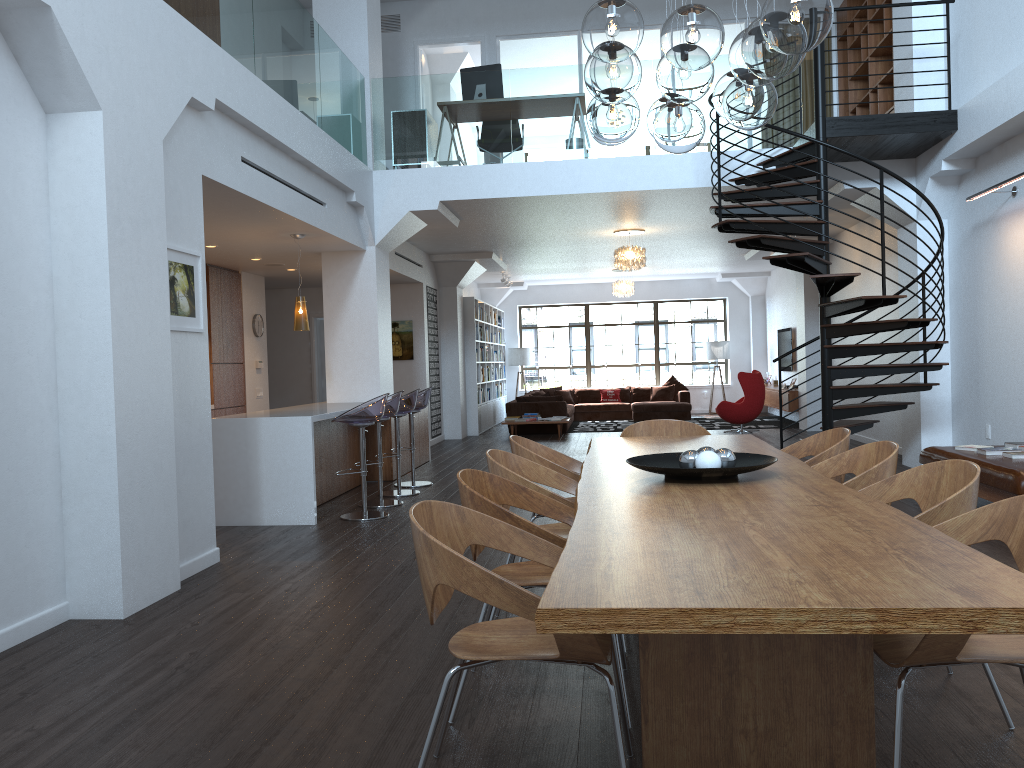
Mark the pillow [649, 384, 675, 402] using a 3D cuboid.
[{"bbox_3d":[3.158,0.195,18.648,0.542,0.362,0.248,-1,1,27],"label":"pillow"}]

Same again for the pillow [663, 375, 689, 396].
[{"bbox_3d":[3.378,0.103,18.788,0.651,0.587,0.335,-2,1,-15],"label":"pillow"}]

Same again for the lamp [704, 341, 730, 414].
[{"bbox_3d":[4.481,-0.139,19.348,0.545,1.579,0.545,-1,1,17],"label":"lamp"}]

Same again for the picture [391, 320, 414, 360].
[{"bbox_3d":[-1.736,-0.663,13.545,0.450,0.600,0.030,-2,1,6],"label":"picture"}]

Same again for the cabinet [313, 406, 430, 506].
[{"bbox_3d":[-1.767,0.662,9.319,0.898,0.796,4.493,-2,1,6],"label":"cabinet"}]

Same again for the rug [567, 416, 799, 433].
[{"bbox_3d":[3.130,0.750,16.657,4.200,0.007,3.100,-2,1,8],"label":"rug"}]

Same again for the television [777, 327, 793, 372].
[{"bbox_3d":[5.215,-0.650,16.952,0.013,0.816,1.324,-2,1,6],"label":"television"}]

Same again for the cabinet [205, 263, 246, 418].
[{"bbox_3d":[-3.959,-0.097,8.607,0.598,2.499,5.299,-2,1,6],"label":"cabinet"}]

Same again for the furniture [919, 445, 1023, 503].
[{"bbox_3d":[3.715,0.733,6.390,0.907,0.453,1.819,-2,1,6],"label":"furniture"}]

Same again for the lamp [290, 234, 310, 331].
[{"bbox_3d":[-1.058,-1.458,9.302,2.842,1.807,0.149,-3,2,-44],"label":"lamp"}]

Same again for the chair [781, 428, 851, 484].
[{"bbox_3d":[1.464,0.652,4.635,0.617,0.830,0.629,-2,1,6],"label":"chair"}]

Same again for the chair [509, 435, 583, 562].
[{"bbox_3d":[0.288,0.687,4.769,0.618,0.833,0.629,-2,1,4],"label":"chair"}]

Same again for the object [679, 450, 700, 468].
[{"bbox_3d":[0.714,0.312,3.530,0.100,0.100,0.100,-3,2,-39],"label":"object"}]

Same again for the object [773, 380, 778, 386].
[{"bbox_3d":[5.274,-0.020,17.731,0.089,0.110,0.089,-3,2,-39],"label":"object"}]

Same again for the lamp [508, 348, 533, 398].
[{"bbox_3d":[0.206,-0.016,19.916,0.545,1.579,0.545,-2,1,-5],"label":"lamp"}]

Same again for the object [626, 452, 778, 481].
[{"bbox_3d":[0.752,0.333,3.534,0.592,0.066,0.592,-3,2,-36],"label":"object"}]

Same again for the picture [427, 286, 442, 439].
[{"bbox_3d":[-1.237,-0.347,14.153,0.021,2.380,0.800,-2,1,6],"label":"picture"}]

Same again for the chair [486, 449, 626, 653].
[{"bbox_3d":[0.187,0.707,3.996,0.618,0.833,0.629,-2,1,6],"label":"chair"}]

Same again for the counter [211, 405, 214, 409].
[{"bbox_3d":[-3.995,0.329,8.162,0.600,0.050,4.387,-2,1,6],"label":"counter"}]

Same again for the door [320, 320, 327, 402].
[{"bbox_3d":[-3.125,-0.030,14.544,0.826,2.032,0.174,-2,1,6],"label":"door"}]

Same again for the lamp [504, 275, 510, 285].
[{"bbox_3d":[-0.116,-2.058,17.545,0.120,0.211,0.111,-3,2,-35],"label":"lamp"}]

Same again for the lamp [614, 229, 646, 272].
[{"bbox_3d":[1.620,-1.825,12.196,0.442,0.539,0.441,-3,2,-41],"label":"lamp"}]

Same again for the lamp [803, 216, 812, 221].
[{"bbox_3d":[3.788,-2.047,11.389,0.120,0.211,0.111,-2,1,-20],"label":"lamp"}]

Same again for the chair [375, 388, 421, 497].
[{"bbox_3d":[-1.105,0.555,8.563,0.481,1.014,0.530,-2,1,4],"label":"chair"}]

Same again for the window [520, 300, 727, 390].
[{"bbox_3d":[2.518,-0.883,20.258,4.648,1.905,0.114,-2,1,6],"label":"window"}]

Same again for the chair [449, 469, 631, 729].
[{"bbox_3d":[0.105,0.727,3.237,0.618,0.833,0.629,-2,1,6],"label":"chair"}]

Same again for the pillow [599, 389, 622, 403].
[{"bbox_3d":[2.097,0.258,18.885,0.465,0.308,0.220,-2,1,2],"label":"pillow"}]

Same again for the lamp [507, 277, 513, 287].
[{"bbox_3d":[-0.060,-2.071,18.060,0.120,0.211,0.111,-2,1,-20],"label":"lamp"}]

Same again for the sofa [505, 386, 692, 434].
[{"bbox_3d":[1.827,0.448,17.303,3.481,0.664,4.197,-2,1,6],"label":"sofa"}]

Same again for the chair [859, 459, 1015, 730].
[{"bbox_3d":[1.313,0.691,3.111,0.618,0.833,0.629,-2,1,6],"label":"chair"}]

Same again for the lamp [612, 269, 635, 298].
[{"bbox_3d":[2.162,-1.952,17.227,0.442,0.539,0.441,-3,2,-41],"label":"lamp"}]

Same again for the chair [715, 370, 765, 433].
[{"bbox_3d":[3.750,0.277,14.545,0.801,1.006,0.798,-1,1,32],"label":"chair"}]

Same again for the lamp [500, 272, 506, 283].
[{"bbox_3d":[-0.170,-2.046,17.042,0.111,0.211,0.120,-1,2,40],"label":"lamp"}]

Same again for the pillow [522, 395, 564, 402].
[{"bbox_3d":[0.567,0.379,15.674,0.750,0.364,0.289,-2,1,5],"label":"pillow"}]

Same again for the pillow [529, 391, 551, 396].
[{"bbox_3d":[0.556,0.331,15.942,0.269,0.411,0.559,-3,2,-38],"label":"pillow"}]

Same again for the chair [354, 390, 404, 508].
[{"bbox_3d":[-1.190,0.571,7.932,0.481,1.014,0.530,-2,1,4],"label":"chair"}]

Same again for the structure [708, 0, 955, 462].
[{"bbox_3d":[2.824,-1.225,8.037,1.998,4.352,1.998,-3,1,-33],"label":"structure"}]

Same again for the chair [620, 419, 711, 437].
[{"bbox_3d":[0.968,0.651,5.451,0.629,0.833,0.618,-2,1,1],"label":"chair"}]

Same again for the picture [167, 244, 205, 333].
[{"bbox_3d":[-1.994,-0.570,5.378,0.018,0.500,0.500,-2,1,6],"label":"picture"}]

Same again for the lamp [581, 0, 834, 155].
[{"bbox_3d":[0.705,-2.116,3.791,0.849,2.140,1.787,-2,1,5],"label":"lamp"}]

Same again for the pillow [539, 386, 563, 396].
[{"bbox_3d":[0.897,0.260,18.969,0.580,0.418,0.334,-2,1,-21],"label":"pillow"}]

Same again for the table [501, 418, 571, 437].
[{"bbox_3d":[0.422,0.742,14.909,1.100,0.271,0.853,-2,1,6],"label":"table"}]

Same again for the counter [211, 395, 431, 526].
[{"bbox_3d":[-1.032,0.653,7.605,3.039,0.860,8.182,-2,1,-23],"label":"counter"}]

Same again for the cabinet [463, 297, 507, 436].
[{"bbox_3d":[-0.607,-0.358,17.651,0.461,2.414,4.500,-2,1,6],"label":"cabinet"}]

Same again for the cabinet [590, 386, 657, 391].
[{"bbox_3d":[2.502,0.393,19.745,1.520,0.625,0.350,-2,1,6],"label":"cabinet"}]

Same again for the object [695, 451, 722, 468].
[{"bbox_3d":[0.761,0.309,3.438,0.100,0.100,0.100,-3,2,-39],"label":"object"}]

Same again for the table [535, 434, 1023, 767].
[{"bbox_3d":[0.765,0.741,3.538,1.012,0.750,3.803,-2,1,6],"label":"table"}]

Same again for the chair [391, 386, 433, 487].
[{"bbox_3d":[-1.038,0.539,9.190,0.481,1.014,0.530,-2,1,8],"label":"chair"}]

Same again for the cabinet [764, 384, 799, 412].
[{"bbox_3d":[5.092,0.231,17.053,0.459,0.350,4.501,-2,1,6],"label":"cabinet"}]

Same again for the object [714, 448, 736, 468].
[{"bbox_3d":[0.836,0.303,3.506,0.100,0.100,0.100,-3,2,-39],"label":"object"}]

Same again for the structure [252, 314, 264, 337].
[{"bbox_3d":[-3.325,-0.764,11.617,0.040,0.300,0.300,-2,1,6],"label":"structure"}]

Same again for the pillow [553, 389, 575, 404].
[{"bbox_3d":[1.077,0.276,18.853,0.489,0.337,0.238,-2,1,-24],"label":"pillow"}]

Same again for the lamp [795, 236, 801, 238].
[{"bbox_3d":[3.844,-2.060,11.904,0.120,0.211,0.111,-3,2,-35],"label":"lamp"}]

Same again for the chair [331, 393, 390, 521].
[{"bbox_3d":[-1.230,0.586,7.300,0.481,1.014,0.530,-2,1,8],"label":"chair"}]

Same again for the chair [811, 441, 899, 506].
[{"bbox_3d":[1.376,0.672,3.873,0.618,0.833,0.629,-2,1,8],"label":"chair"}]

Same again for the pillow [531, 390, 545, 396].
[{"bbox_3d":[0.603,0.321,17.374,0.325,0.391,0.625,-1,1,23],"label":"pillow"}]

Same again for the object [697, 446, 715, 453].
[{"bbox_3d":[0.788,0.302,3.596,0.100,0.100,0.100,-3,2,-39],"label":"object"}]

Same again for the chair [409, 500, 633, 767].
[{"bbox_3d":[0.023,0.746,2.473,0.618,0.833,0.629,-2,1,6],"label":"chair"}]

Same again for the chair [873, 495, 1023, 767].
[{"bbox_3d":[1.217,0.711,2.337,0.618,0.833,0.629,-2,1,6],"label":"chair"}]
